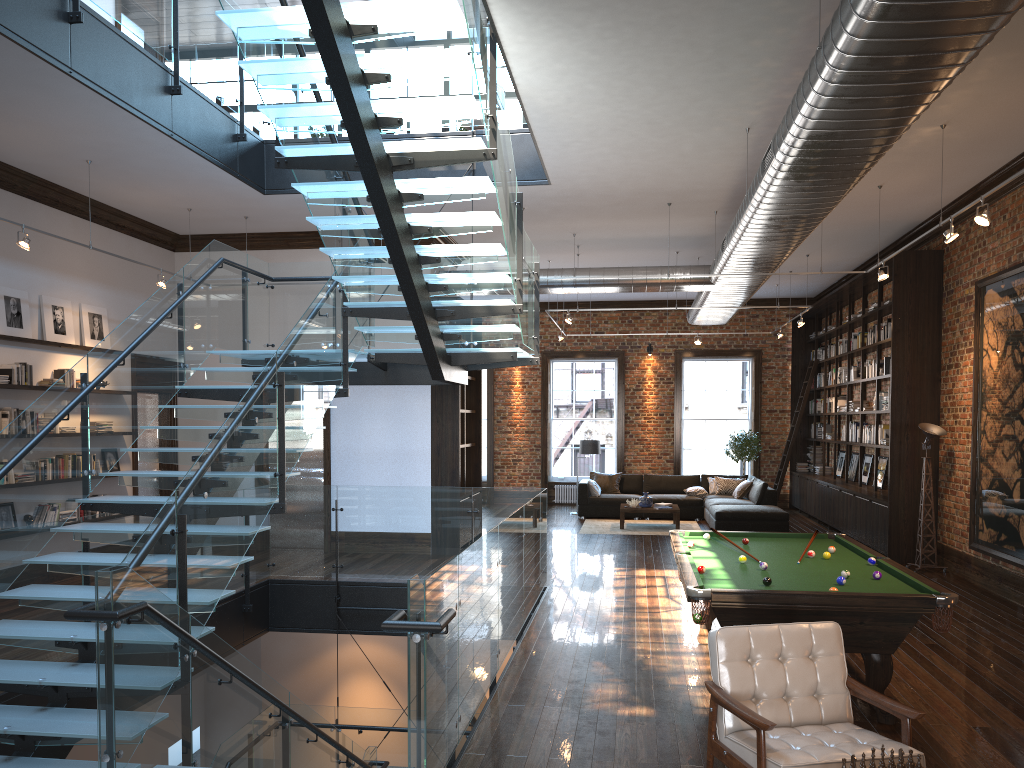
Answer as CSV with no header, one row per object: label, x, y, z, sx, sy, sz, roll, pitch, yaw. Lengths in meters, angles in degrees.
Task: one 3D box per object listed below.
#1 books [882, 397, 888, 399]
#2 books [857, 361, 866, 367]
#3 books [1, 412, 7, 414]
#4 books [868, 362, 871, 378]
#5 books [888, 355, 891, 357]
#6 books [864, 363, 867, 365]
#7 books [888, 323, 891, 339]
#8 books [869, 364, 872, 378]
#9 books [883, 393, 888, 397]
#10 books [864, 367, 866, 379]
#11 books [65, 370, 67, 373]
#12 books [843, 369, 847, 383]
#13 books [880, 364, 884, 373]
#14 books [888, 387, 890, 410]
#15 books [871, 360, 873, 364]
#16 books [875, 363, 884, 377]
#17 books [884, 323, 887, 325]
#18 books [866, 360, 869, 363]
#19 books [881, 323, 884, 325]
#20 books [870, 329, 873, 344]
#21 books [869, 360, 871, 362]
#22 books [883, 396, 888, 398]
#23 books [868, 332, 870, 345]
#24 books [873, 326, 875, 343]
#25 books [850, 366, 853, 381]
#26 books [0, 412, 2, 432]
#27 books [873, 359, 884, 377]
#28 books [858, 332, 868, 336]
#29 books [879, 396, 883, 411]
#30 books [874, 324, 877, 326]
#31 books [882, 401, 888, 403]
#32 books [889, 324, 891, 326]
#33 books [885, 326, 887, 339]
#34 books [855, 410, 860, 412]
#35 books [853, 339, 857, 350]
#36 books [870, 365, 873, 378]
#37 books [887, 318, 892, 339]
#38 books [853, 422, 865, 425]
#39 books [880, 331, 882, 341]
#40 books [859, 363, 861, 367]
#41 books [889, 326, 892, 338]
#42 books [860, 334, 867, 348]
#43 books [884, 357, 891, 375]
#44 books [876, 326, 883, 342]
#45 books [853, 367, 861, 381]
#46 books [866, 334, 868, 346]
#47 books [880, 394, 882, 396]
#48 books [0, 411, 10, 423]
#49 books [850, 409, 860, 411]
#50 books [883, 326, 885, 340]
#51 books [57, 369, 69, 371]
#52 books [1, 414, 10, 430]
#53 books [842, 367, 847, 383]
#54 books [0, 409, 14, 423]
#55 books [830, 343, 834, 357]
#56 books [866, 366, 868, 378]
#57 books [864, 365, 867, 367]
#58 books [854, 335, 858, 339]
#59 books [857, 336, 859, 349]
books,5.587,0.203,13.053,0.159,0.012,0.350,0,-2,6
books,5.815,-0.209,14.732,0.155,0.335,0.014,0,2,8
books,-5.186,0.398,8.985,0.142,0.225,0.012,0,2,8
books,5.704,-0.208,13.976,0.166,0.269,0.011,0,2,8
books,5.562,-0.266,12.909,0.162,0.297,0.012,0,2,8
books,5.729,-0.200,14.233,0.179,0.276,0.098,0,2,8
books,5.547,-0.758,12.853,0.168,0.263,0.016,0,2,8
books,5.692,-0.197,13.906,0.160,0.242,0.031,0,2,8
books,5.622,0.266,13.257,0.137,0.268,0.034,0,2,8
books,5.713,-0.170,14.158,0.223,0.209,0.064,0,2,8
books,-5.041,-0.055,9.908,0.142,0.193,0.013,0,2,8
books,5.912,-0.131,15.557,0.191,0.250,0.024,0,2,8
books,5.639,-0.199,13.499,0.182,0.219,0.050,0,2,8
books,5.528,0.210,12.793,0.180,0.340,0.013,0,2,8
books,5.715,-0.223,13.944,0.138,0.297,0.024,0,2,8
books,5.634,-0.206,13.528,0.171,0.238,0.057,0,2,8
books,5.601,-0.761,13.172,0.150,0.295,0.032,0,2,8
books,5.752,-0.224,14.240,0.143,0.325,0.116,0,2,8
books,5.669,-0.761,13.504,0.133,0.323,0.009,0,2,8
books,5.665,-0.718,13.776,0.185,0.259,0.032,0,2,8
books,5.707,-0.226,13.989,0.152,0.308,0.016,0,2,8
books,5.587,0.191,13.053,0.159,0.012,0.350,0,-2,10
books,5.695,-0.696,13.936,0.174,0.230,0.014,0,2,8
books,5.642,-0.744,13.626,0.183,0.300,0.017,0,2,8
books,5.851,-0.167,15.123,0.190,0.285,0.013,0,2,8
books,-5.186,0.393,8.894,0.137,0.228,0.022,0,2,8
books,5.642,-0.232,13.605,0.183,0.286,0.034,0,2,8
books,5.794,-0.703,14.595,0.181,0.299,0.009,0,2,8
books,5.596,0.290,13.295,0.184,0.222,0.033,0,2,8
books,5.660,-0.759,13.635,0.183,0.330,0.008,0,2,8
books,5.585,0.264,13.056,0.159,0.012,0.351,0,-2,5
books,5.545,-0.746,12.834,0.172,0.237,0.025,0,2,8
books,5.578,-0.735,13.045,0.168,0.232,0.028,0,2,8
books,5.765,0.438,14.567,0.204,0.036,0.266,0,-2,9
books,5.804,-0.646,14.815,0.193,0.203,0.027,0,2,8
books,5.663,-0.187,13.764,0.181,0.210,0.024,0,2,8
books,5.550,-0.791,12.902,0.180,0.333,0.016,0,2,8
books,5.840,0.804,14.933,0.182,0.337,0.015,0,2,8
books,5.627,-0.706,13.427,0.188,0.209,0.051,0,2,8
books,5.831,-0.192,14.718,0.133,0.300,0.012,0,2,8
books,5.533,-0.731,12.785,0.190,0.203,0.027,0,2,8
books,5.766,-0.687,14.450,0.190,0.255,0.061,0,2,8
books,5.493,-0.257,12.772,0.245,0.266,0.037,0,2,8
books,5.630,-0.740,13.479,0.180,0.279,0.009,0,2,8
books,5.783,-0.161,14.677,0.272,0.241,0.083,0,2,8
books,5.704,-0.681,14.017,0.183,0.207,0.053,0,2,8
books,5.615,0.281,13.349,0.158,0.246,0.013,0,2,8
books,-5.174,0.393,9.002,0.150,0.236,0.026,0,2,8
books,5.793,0.436,14.809,0.244,0.025,0.160,0,-2,7
books,5.574,-0.739,13.074,0.184,0.242,0.030,0,2,8
books,-5.032,-0.060,9.965,0.161,0.208,0.012,0,2,8
books,-5.161,0.404,8.934,0.184,0.210,0.064,0,2,8
books,5.947,-0.151,15.723,0.175,0.303,0.067,0,2,8
books,-5.165,0.382,9.054,0.158,0.263,0.026,0,2,8
books,6.077,-0.615,16.680,0.163,0.298,0.029,0,2,8
books,5.701,-0.175,14.029,0.181,0.208,0.030,0,2,8
books,5.718,-0.186,14.188,0.186,0.244,0.079,0,2,8
books,5.816,-0.679,14.846,0.180,0.271,0.011,0,2,8
books,5.772,-0.675,14.574,0.191,0.240,0.008,0,2,8
